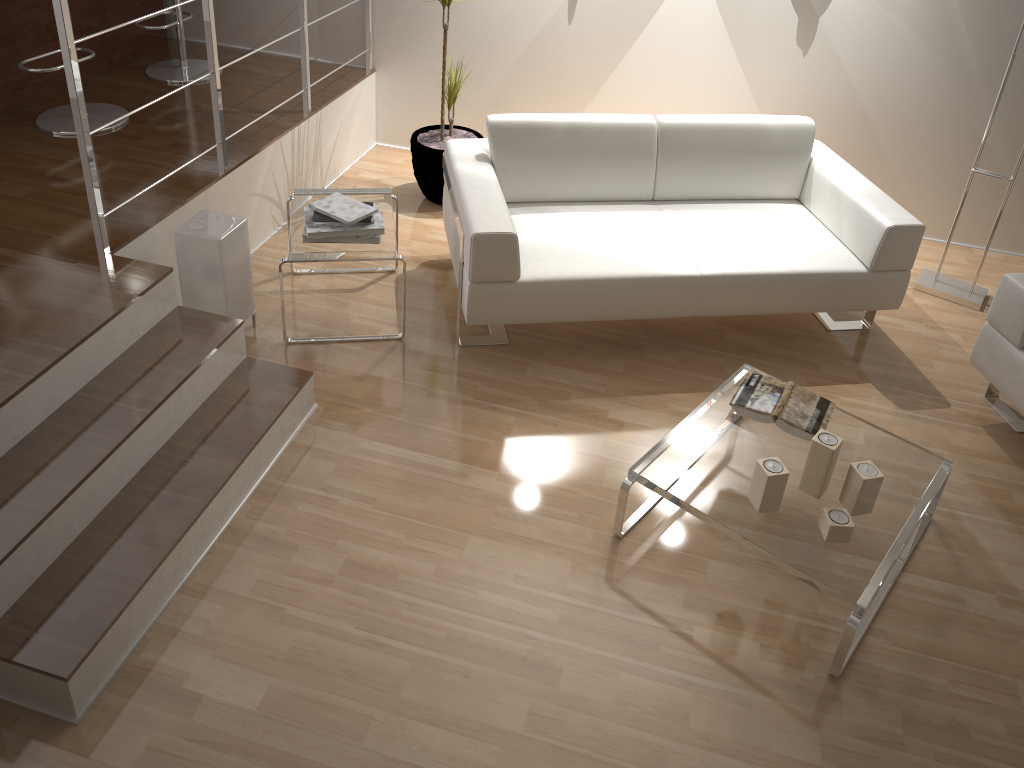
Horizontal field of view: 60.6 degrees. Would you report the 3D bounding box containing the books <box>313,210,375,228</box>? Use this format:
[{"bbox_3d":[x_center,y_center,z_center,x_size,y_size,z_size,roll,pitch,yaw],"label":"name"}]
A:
[{"bbox_3d":[-0.643,-0.645,3.343,0.217,0.013,0.162,-6,36,-15],"label":"books"}]

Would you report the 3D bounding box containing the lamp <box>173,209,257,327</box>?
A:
[{"bbox_3d":[-1.105,-0.389,3.287,0.200,0.447,0.205,12,32,11],"label":"lamp"}]

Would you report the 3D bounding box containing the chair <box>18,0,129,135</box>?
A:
[{"bbox_3d":[-1.922,-1.546,3.811,0.430,0.789,0.413,14,33,14],"label":"chair"}]

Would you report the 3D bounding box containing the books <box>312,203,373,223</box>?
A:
[{"bbox_3d":[-0.642,-0.657,3.336,0.216,0.013,0.163,0,35,-6],"label":"books"}]

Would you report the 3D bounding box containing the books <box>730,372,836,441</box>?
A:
[{"bbox_3d":[0.865,0.066,2.798,0.298,0.052,0.214,22,38,23],"label":"books"}]

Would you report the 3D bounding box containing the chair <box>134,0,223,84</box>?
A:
[{"bbox_3d":[-1.712,-2.009,4.492,0.427,0.789,0.414,9,32,7],"label":"chair"}]

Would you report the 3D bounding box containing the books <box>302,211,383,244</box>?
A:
[{"bbox_3d":[-0.646,-0.607,3.366,0.287,0.025,0.243,0,35,-6],"label":"books"}]

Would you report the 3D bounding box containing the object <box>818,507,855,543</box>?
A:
[{"bbox_3d":[0.870,0.374,2.348,0.067,0.069,0.072,3,33,-2],"label":"object"}]

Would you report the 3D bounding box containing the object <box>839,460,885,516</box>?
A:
[{"bbox_3d":[0.968,0.284,2.425,0.067,0.141,0.072,-4,33,-15],"label":"object"}]

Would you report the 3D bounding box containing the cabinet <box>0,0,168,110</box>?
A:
[{"bbox_3d":[-2.547,-1.845,4.244,0.637,0.699,1.972,11,35,10],"label":"cabinet"}]

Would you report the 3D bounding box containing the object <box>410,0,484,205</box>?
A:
[{"bbox_3d":[-0.332,-1.565,4.242,0.448,1.372,0.529,19,34,21],"label":"object"}]

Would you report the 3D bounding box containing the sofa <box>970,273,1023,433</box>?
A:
[{"bbox_3d":[2.288,0.294,2.483,0.906,0.689,1.911,-2,35,-10],"label":"sofa"}]

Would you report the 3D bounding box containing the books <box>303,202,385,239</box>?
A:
[{"bbox_3d":[-0.645,-0.629,3.353,0.288,0.025,0.243,-6,36,-14],"label":"books"}]

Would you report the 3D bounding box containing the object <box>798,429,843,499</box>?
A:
[{"bbox_3d":[0.870,0.220,2.467,0.069,0.183,0.070,27,38,32],"label":"object"}]

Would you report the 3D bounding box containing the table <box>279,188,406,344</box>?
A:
[{"bbox_3d":[-0.681,-0.494,3.548,0.464,0.373,0.590,-2,34,-10],"label":"table"}]

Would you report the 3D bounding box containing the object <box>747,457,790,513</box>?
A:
[{"bbox_3d":[0.706,0.273,2.411,0.067,0.140,0.072,-4,33,-15],"label":"object"}]

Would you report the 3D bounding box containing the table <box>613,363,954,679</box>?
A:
[{"bbox_3d":[0.830,0.340,2.653,0.723,0.233,0.826,28,41,30],"label":"table"}]

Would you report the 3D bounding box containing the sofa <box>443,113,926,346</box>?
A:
[{"bbox_3d":[0.637,-0.676,3.678,1.783,0.690,0.971,-3,34,-10],"label":"sofa"}]

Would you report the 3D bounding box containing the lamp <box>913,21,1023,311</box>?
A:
[{"bbox_3d":[2.100,-1.092,3.683,0.375,1.555,0.218,24,36,28],"label":"lamp"}]

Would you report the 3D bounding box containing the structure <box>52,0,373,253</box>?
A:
[{"bbox_3d":[-1.074,-1.532,3.720,0.057,0.978,2.479,11,35,10],"label":"structure"}]
